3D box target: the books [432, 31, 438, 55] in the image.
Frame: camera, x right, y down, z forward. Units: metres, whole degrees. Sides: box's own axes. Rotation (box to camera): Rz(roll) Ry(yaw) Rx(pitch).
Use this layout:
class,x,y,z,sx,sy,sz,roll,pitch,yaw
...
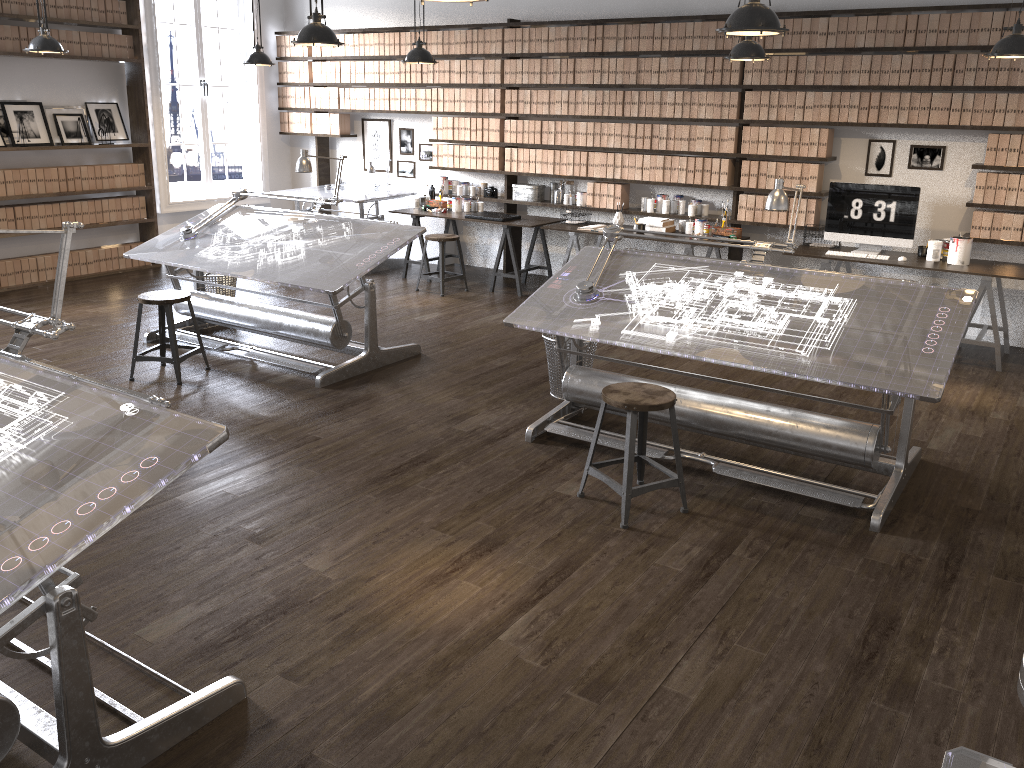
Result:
class,x,y,z,sx,sy,sz,roll,pitch,yaw
books,-0.720,-3.401,8.849,0.067,0.222,0.176,11,19,32

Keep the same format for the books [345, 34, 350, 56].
class,x,y,z,sx,sy,sz,roll,pitch,yaw
books,-1.701,-3.618,9.473,0.067,0.222,0.176,11,19,32

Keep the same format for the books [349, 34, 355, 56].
class,x,y,z,sx,sy,sz,roll,pitch,yaw
books,-1.650,-3.606,9.439,0.067,0.222,0.176,11,19,32

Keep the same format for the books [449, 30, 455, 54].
class,x,y,z,sx,sy,sz,roll,pitch,yaw
books,-0.541,-3.363,8.739,0.067,0.223,0.176,11,19,32

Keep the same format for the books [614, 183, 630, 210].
class,x,y,z,sx,sy,sz,roll,pitch,yaw
books,1.005,-1.714,8.090,0.067,0.223,0.176,11,19,32

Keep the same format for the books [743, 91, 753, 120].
class,x,y,z,sx,sy,sz,roll,pitch,yaw
books,1.970,-2.287,7.275,0.067,0.222,0.176,11,19,32

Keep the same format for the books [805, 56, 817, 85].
class,x,y,z,sx,sy,sz,roll,pitch,yaw
books,2.367,-2.456,6.955,0.067,0.223,0.176,11,19,32

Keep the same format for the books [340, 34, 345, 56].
class,x,y,z,sx,sy,sz,roll,pitch,yaw
books,-1.760,-3.629,9.505,0.067,0.223,0.176,11,19,32

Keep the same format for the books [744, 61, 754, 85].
class,x,y,z,sx,sy,sz,roll,pitch,yaw
books,1.956,-2.547,7.217,0.067,0.223,0.176,11,19,32

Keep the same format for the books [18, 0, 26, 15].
class,x,y,z,sx,sy,sz,roll,pitch,yaw
books,-4.352,-3.343,7.769,0.175,0.222,0.067,11,18,32

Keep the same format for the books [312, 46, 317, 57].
class,x,y,z,sx,sy,sz,roll,pitch,yaw
books,-2.114,-3.710,9.737,0.067,0.222,0.176,11,19,32

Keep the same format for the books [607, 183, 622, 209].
class,x,y,z,sx,sy,sz,roll,pitch,yaw
books,0.943,-1.726,8.123,0.067,0.223,0.176,11,19,32

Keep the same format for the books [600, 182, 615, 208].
class,x,y,z,sx,sy,sz,roll,pitch,yaw
books,0.886,-1.740,8.164,0.067,0.223,0.176,11,19,32

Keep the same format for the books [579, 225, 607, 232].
class,x,y,z,sx,sy,sz,roll,pitch,yaw
books,0.779,-1.356,7.708,0.356,0.029,0.258,12,21,32

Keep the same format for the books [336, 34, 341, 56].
class,x,y,z,sx,sy,sz,roll,pitch,yaw
books,-1.813,-3.643,9.545,0.067,0.223,0.176,11,19,32

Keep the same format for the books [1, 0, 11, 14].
class,x,y,z,sx,sy,sz,roll,pitch,yaw
books,-4.424,-3.309,7.658,0.175,0.223,0.067,11,18,32

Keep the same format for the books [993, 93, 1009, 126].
class,x,y,z,sx,sy,sz,roll,pitch,yaw
books,3.486,-1.952,6.309,0.067,0.223,0.176,11,19,32

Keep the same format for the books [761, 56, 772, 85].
class,x,y,z,sx,sy,sz,roll,pitch,yaw
books,2.075,-2.519,7.138,0.067,0.223,0.176,11,19,32

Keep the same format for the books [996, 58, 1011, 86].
class,x,y,z,sx,sy,sz,roll,pitch,yaw
books,3.479,-2.210,6.247,0.067,0.223,0.176,11,19,32

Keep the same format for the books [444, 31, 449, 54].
class,x,y,z,sx,sy,sz,roll,pitch,yaw
books,-0.600,-3.376,8.775,0.067,0.223,0.176,11,19,32

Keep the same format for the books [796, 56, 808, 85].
class,x,y,z,sx,sy,sz,roll,pitch,yaw
books,2.311,-2.470,6.996,0.067,0.223,0.176,11,19,32

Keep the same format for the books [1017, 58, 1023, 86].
class,x,y,z,sx,sy,sz,roll,pitch,yaw
books,3.589,-2.187,6.181,0.067,0.222,0.176,11,19,32

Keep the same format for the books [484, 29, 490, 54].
class,x,y,z,sx,sy,sz,roll,pitch,yaw
books,-0.188,-3.286,8.516,0.067,0.223,0.176,11,19,32

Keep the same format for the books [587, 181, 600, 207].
class,x,y,z,sx,sy,sz,roll,pitch,yaw
books,0.768,-1.764,8.233,0.067,0.223,0.176,11,19,32

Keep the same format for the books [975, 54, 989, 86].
class,x,y,z,sx,sy,sz,roll,pitch,yaw
books,3.367,-2.237,6.325,0.067,0.223,0.176,11,19,32

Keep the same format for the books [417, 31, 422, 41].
class,x,y,z,sx,sy,sz,roll,pitch,yaw
books,-0.883,-3.438,8.955,0.067,0.223,0.176,11,19,32

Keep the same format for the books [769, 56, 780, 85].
class,x,y,z,sx,sy,sz,roll,pitch,yaw
books,2.130,-2.509,7.108,0.067,0.222,0.176,11,19,32

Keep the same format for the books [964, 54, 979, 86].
class,x,y,z,sx,sy,sz,roll,pitch,yaw
books,3.306,-2.249,6.359,0.067,0.223,0.176,11,19,32

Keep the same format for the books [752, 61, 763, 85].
class,x,y,z,sx,sy,sz,roll,pitch,yaw
books,2.015,-2.533,7.176,0.067,0.223,0.176,11,19,32

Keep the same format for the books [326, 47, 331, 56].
class,x,y,z,sx,sy,sz,roll,pitch,yaw
books,-1.933,-3.668,9.617,0.067,0.223,0.176,11,19,32

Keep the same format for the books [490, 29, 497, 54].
class,x,y,z,sx,sy,sz,roll,pitch,yaw
books,-0.132,-3.272,8.476,0.067,0.223,0.176,11,19,32

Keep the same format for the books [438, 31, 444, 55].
class,x,y,z,sx,sy,sz,roll,pitch,yaw
books,-0.661,-3.388,8.809,0.067,0.223,0.176,11,19,32

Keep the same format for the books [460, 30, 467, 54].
class,x,y,z,sx,sy,sz,roll,pitch,yaw
books,-0.426,-3.336,8.658,0.067,0.223,0.176,11,19,32

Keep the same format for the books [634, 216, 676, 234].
class,x,y,z,sx,sy,sz,roll,pitch,yaw
books,1.209,-1.380,7.628,0.296,0.145,0.389,12,20,31

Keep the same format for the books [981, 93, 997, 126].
class,x,y,z,sx,sy,sz,roll,pitch,yaw
books,3.430,-1.966,6.350,0.067,0.223,0.176,11,19,32

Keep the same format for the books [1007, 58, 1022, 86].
class,x,y,z,sx,sy,sz,roll,pitch,yaw
books,3.538,-2.199,6.215,0.067,0.222,0.176,11,19,32

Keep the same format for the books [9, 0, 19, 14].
class,x,y,z,sx,sy,sz,roll,pitch,yaw
books,-4.385,-3.327,7.718,0.175,0.222,0.067,11,18,32

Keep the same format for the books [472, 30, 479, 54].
class,x,y,z,sx,sy,sz,roll,pitch,yaw
books,-0.311,-3.312,8.590,0.067,0.222,0.176,11,19,32

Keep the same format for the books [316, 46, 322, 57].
class,x,y,z,sx,sy,sz,roll,pitch,yaw
books,-2.055,-3.695,9.694,0.067,0.223,0.176,11,19,32

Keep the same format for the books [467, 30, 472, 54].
class,x,y,z,sx,sy,sz,roll,pitch,yaw
books,-0.366,-3.322,8.620,0.067,0.223,0.176,11,19,32

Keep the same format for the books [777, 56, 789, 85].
class,x,y,z,sx,sy,sz,roll,pitch,yaw
books,2.186,-2.497,7.075,0.067,0.222,0.176,11,19,32

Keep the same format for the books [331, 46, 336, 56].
class,x,y,z,sx,sy,sz,roll,pitch,yaw
books,-1.872,-3.656,9.583,0.067,0.223,0.176,11,19,32

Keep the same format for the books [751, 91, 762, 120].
class,x,y,z,sx,sy,sz,roll,pitch,yaw
books,2.021,-2.274,7.238,0.067,0.223,0.176,11,19,32

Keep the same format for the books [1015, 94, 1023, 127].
class,x,y,z,sx,sy,sz,roll,pitch,yaw
books,3.601,-1.928,6.240,0.067,0.222,0.176,11,19,32

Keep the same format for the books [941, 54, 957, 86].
class,x,y,z,sx,sy,sz,roll,pitch,yaw
books,3.184,-2.276,6.436,0.067,0.223,0.176,11,19,32

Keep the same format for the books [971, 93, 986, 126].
class,x,y,z,sx,sy,sz,roll,pitch,yaw
books,3.373,-1.979,6.388,0.067,0.223,0.176,11,19,32

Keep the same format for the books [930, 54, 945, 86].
class,x,y,z,sx,sy,sz,roll,pitch,yaw
books,3.125,-2.291,6.480,0.067,0.222,0.176,11,19,32

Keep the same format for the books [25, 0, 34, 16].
class,x,y,z,sx,sy,sz,roll,pitch,yaw
books,-4.311,-3.359,7.821,0.175,0.223,0.067,11,18,32

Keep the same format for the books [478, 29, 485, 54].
class,x,y,z,sx,sy,sz,roll,pitch,yaw
books,-0.248,-3.298,8.551,0.067,0.223,0.176,11,19,32

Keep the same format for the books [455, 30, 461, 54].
class,x,y,z,sx,sy,sz,roll,pitch,yaw
books,-0.485,-3.350,8.699,0.067,0.223,0.176,11,19,32

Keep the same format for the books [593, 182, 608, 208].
class,x,y,z,sx,sy,sz,roll,pitch,yaw
books,0.827,-1.753,8.202,0.067,0.223,0.176,11,19,32

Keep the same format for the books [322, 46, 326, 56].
class,x,y,z,sx,sy,sz,roll,pitch,yaw
books,-1.990,-3.682,9.658,0.067,0.223,0.176,11,19,32

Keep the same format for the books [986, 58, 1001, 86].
class,x,y,z,sx,sy,sz,roll,pitch,yaw
books,3.426,-2.224,6.287,0.067,0.223,0.176,11,19,32

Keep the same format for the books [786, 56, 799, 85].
class,x,y,z,sx,sy,sz,roll,pitch,yaw
books,2.245,-2.483,7.031,0.067,0.223,0.176,11,19,32

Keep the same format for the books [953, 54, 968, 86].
class,x,y,z,sx,sy,sz,roll,pitch,yaw
books,3.249,-2.263,6.401,0.067,0.223,0.176,11,19,32

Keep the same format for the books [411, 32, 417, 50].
class,x,y,z,sx,sy,sz,roll,pitch,yaw
books,-0.942,-3.451,8.993,0.067,0.223,0.176,11,19,32

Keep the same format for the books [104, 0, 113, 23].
class,x,y,z,sx,sy,sz,roll,pitch,yaw
books,-3.889,-3.547,8.442,0.175,0.223,0.067,11,18,32

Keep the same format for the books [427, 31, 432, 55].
class,x,y,z,sx,sy,sz,roll,pitch,yaw
books,-0.772,-3.413,8.883,0.067,0.222,0.176,11,19,32
